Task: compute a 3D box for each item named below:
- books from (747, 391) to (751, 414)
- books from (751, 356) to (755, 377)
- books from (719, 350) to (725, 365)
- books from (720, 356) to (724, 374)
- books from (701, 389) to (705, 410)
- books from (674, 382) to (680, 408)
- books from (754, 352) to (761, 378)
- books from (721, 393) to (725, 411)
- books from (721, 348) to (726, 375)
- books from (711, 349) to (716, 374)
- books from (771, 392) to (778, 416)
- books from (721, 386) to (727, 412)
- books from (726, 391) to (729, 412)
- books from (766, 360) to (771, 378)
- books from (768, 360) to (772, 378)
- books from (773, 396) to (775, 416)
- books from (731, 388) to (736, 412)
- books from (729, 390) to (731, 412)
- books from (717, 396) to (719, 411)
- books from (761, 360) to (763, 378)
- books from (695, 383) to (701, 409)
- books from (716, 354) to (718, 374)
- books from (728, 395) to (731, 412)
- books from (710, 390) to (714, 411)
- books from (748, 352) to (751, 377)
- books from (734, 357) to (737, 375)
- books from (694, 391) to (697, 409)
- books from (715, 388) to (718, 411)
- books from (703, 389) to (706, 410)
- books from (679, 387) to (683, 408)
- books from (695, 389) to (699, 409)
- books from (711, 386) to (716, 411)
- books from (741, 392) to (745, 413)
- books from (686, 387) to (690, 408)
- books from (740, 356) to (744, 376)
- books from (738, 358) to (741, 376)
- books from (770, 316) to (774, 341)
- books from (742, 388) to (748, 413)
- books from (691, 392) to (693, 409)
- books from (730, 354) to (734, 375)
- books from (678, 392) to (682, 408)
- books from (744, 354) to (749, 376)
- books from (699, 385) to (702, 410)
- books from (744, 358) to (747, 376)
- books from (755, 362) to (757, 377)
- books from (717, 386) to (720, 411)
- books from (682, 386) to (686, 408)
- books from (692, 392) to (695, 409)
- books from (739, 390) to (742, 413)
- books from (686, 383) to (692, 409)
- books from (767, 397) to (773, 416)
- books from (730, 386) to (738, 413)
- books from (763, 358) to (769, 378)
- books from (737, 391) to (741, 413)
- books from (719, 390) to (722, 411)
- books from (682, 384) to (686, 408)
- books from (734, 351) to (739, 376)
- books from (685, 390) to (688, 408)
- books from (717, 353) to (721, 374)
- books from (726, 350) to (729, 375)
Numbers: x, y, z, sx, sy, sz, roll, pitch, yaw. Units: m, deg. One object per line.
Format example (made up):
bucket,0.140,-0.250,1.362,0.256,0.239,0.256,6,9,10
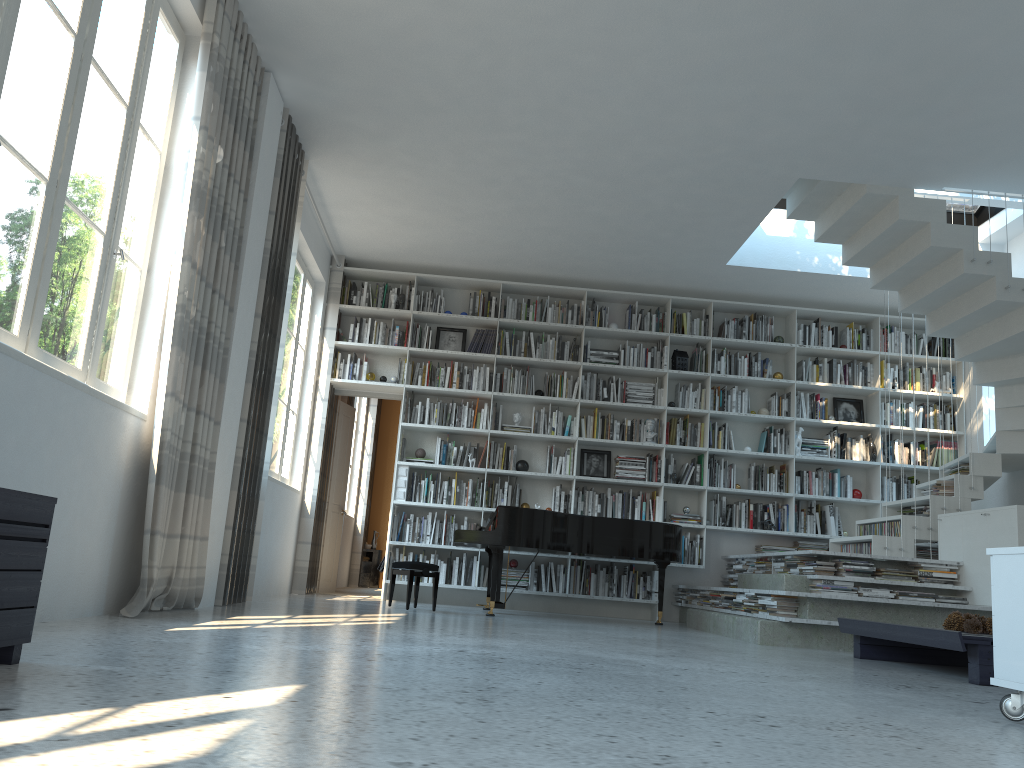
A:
books,2.329,0.212,8.796,0.034,0.253,0.161,5,-12,-2
books,2.381,-0.139,8.851,0.030,0.237,0.186,5,-12,-2
books,2.092,-0.185,8.853,0.011,0.282,0.173,5,-12,-2
books,2.071,-0.153,8.829,0.026,0.207,0.181,5,-12,-2
books,1.860,0.179,8.750,0.028,0.229,0.177,5,-12,-2
books,1.631,0.137,8.775,0.018,0.284,0.160,5,-12,-2
books,2.440,-0.159,8.850,0.029,0.284,0.184,5,-12,-2
books,2.066,0.207,8.777,0.026,0.215,0.161,5,-12,-2
books,2.106,-0.196,8.850,0.014,0.306,0.152,5,-12,-2
books,2.006,-0.194,8.844,0.012,0.284,0.160,5,-12,-2
books,2.596,0.224,8.791,0.015,0.267,0.164,5,-12,-2
books,2.089,0.173,8.766,0.014,0.280,0.178,5,-12,-2
books,2.105,0.197,8.768,0.022,0.237,0.164,5,-12,-2
books,2.531,-0.116,8.858,0.048,0.216,0.182,5,-12,-2
books,2.567,-0.115,8.878,0.026,0.229,0.141,5,-12,-2
books,2.581,0.243,8.799,0.012,0.231,0.154,5,-12,-2
books,2.169,0.188,8.763,0.030,0.262,0.182,5,-12,-2
books,2.147,0.194,8.786,0.011,0.256,0.131,5,-12,-2
books,2.014,0.221,8.773,0.021,0.178,0.137,5,-12,-2
books,2.466,-0.119,8.858,0.030,0.212,0.157,5,-12,-2
books,1.829,0.149,8.773,0.028,0.293,0.154,5,-12,-2
books,2.027,-0.167,8.854,0.012,0.239,0.139,5,-12,-2
books,2.127,0.222,8.773,0.025,0.193,0.171,5,-12,-2
books,1.963,0.187,8.786,0.030,0.241,0.138,5,-12,-2
books,2.361,-0.160,8.873,0.012,0.284,0.160,5,-12,-2
books,2.216,-0.142,8.865,0.028,0.223,0.142,5,-12,-2
books,1.791,0.184,8.755,0.029,0.210,0.158,5,-12,-2
books,2.000,0.183,8.768,0.014,0.247,0.177,5,-12,-2
books,1.879,0.179,8.767,0.026,0.237,0.173,5,-12,-2
books,1.661,0.161,8.771,0.024,0.242,0.159,5,-12,-2
books,1.810,0.176,8.765,0.024,0.233,0.150,5,-12,-2
books,1.986,0.171,8.786,0.014,0.278,0.154,5,-12,-2
books,2.268,0.215,8.780,0.021,0.232,0.183,5,-12,-2
books,1.719,0.167,8.762,0.023,0.235,0.179,5,-12,-2
books,2.280,-0.147,8.852,0.023,0.236,0.149,5,-12,-2
books,2.255,-0.136,8.861,0.025,0.216,0.144,5,-12,-2
books,2.607,-0.514,8.939,0.006,0.305,0.164,5,-12,-2
books,2.293,0.195,8.774,0.024,0.271,0.170,5,-12,-2
books,1.751,0.188,8.749,0.024,0.194,0.173,5,-12,-2
books,2.177,-0.159,8.844,0.027,0.241,0.160,5,-12,-2
books,1.640,0.183,8.744,0.028,0.185,0.181,5,-12,-2
books,2.330,-0.156,8.857,0.012,0.264,0.156,5,-12,-2
books,1.845,0.157,8.770,0.025,0.276,0.173,5,-12,-2
books,2.301,-0.134,8.836,0.021,0.208,0.181,5,-12,-2
books,2.408,-0.109,8.851,0.027,0.181,0.176,5,-12,-2
books,2.035,0.175,8.801,0.014,0.283,0.135,5,-12,-2
books,1.678,0.158,8.767,0.028,0.249,0.165,5,-12,-2
books,1.769,0.189,8.752,0.027,0.196,0.185,5,-12,-2
books,2.246,0.201,8.796,0.024,0.261,0.134,5,-12,-2
books,1.738,0.145,8.745,0.028,0.274,0.187,5,-12,-2
books,2.562,0.248,8.803,0.015,0.220,0.140,5,-12,-2
books,2.197,0.180,8.793,0.027,0.294,0.160,5,-12,-2
books,2.509,-0.129,8.850,0.054,0.235,0.172,5,-12,-2
books,2.222,0.203,8.774,0.025,0.244,0.184,5,-12,-2
books,2.047,0.195,8.777,0.013,0.236,0.158,5,-12,-2
books,1.694,0.147,8.771,0.019,0.274,0.146,5,-12,-2
books,2.239,-0.170,8.869,0.013,0.283,0.155,5,-12,-2
books,1.702,0.181,8.764,0.023,0.206,0.171,5,-12,-2
books,2.046,-0.169,8.849,0.026,0.242,0.148,5,-12,-2
books,2.142,-0.185,8.865,0.021,0.295,0.138,5,-12,-2
